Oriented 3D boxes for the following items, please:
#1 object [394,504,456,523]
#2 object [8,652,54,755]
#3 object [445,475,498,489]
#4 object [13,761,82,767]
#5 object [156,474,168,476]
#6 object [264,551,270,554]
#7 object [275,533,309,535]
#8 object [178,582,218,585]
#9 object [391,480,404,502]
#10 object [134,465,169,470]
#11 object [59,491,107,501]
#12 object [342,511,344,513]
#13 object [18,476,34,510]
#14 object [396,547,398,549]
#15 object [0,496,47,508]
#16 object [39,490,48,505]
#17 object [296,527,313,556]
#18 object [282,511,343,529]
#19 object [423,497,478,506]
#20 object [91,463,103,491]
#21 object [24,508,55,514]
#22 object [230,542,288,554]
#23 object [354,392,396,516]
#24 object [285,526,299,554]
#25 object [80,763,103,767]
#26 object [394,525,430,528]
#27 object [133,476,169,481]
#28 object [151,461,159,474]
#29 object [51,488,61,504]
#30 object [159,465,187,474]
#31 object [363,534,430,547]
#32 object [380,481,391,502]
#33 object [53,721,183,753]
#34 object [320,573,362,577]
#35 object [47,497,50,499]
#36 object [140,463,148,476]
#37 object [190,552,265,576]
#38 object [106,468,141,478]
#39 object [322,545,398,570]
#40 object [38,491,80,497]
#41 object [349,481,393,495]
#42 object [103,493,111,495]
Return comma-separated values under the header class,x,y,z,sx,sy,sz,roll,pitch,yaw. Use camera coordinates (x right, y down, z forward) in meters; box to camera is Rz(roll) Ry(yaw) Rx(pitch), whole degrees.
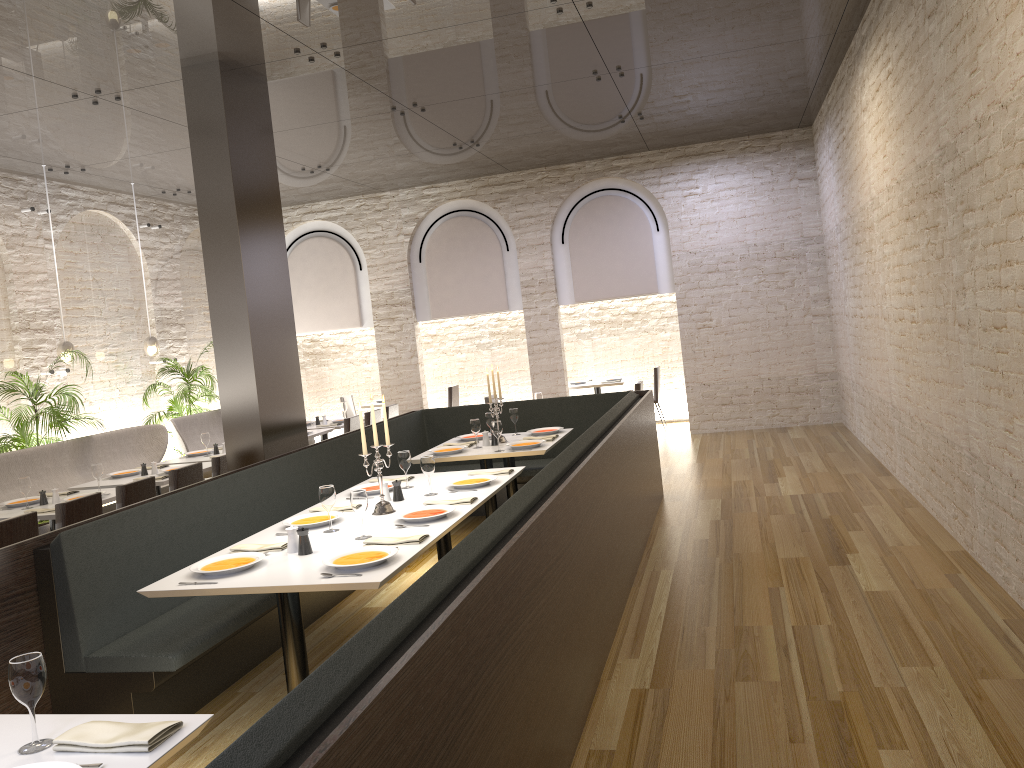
class,x,y,z,sx,sy,sz,roll,pitch,yaw
object,-0.447,0.675,4.569,0.321,0.036,0.323,-4,4,34
object,-1.216,0.804,2.239,0.086,0.230,0.087,-6,2,26
object,-0.245,0.601,5.394,0.321,0.036,0.322,-6,4,10
object,-1.095,0.911,1.913,0.321,0.036,0.323,-4,4,34
object,-2.951,0.772,7.540,0.181,0.015,0.038,-5,3,15
object,-1.211,0.793,4.131,0.181,0.015,0.038,-5,3,15
object,-1.118,0.762,4.512,0.185,0.010,0.017,-5,3,14
object,-1.313,0.833,3.712,0.185,0.010,0.017,-5,3,14
object,-0.665,0.620,5.150,0.068,0.126,0.069,-6,2,8
object,-3.323,0.772,8.175,0.272,0.033,0.143,-5,4,14
object,-3.181,0.849,6.579,0.322,0.036,0.322,-7,4,-8
object,-1.016,0.722,4.930,0.181,0.015,0.038,-5,3,15
object,-3.551,0.797,6.469,0.086,0.230,0.086,-7,2,-34
object,-0.596,0.739,3.966,0.185,0.010,0.017,-5,3,14
object,-3.700,0.897,6.711,0.322,0.036,0.322,-7,4,-8
object,-3.484,0.842,6.585,0.059,0.109,0.059,-6,2,6
object,-0.951,0.719,4.055,0.069,0.126,0.068,-8,2,-45
object,-1.059,0.732,4.723,0.321,0.036,0.323,-4,4,34
object,-0.339,0.650,4.896,0.272,0.033,0.143,-5,4,14
object,-3.197,0.734,6.848,0.086,0.230,0.086,-7,2,-34
object,-3.267,0.887,6.231,0.272,0.033,0.143,-5,4,14
object,-1.198,0.783,4.262,0.272,0.033,0.143,-5,4,14
object,-0.733,0.375,4.821,0.131,0.656,0.391,-6,2,25
object,-1.019,0.723,4.122,0.068,0.126,0.069,-5,2,37
object,-1.052,0.905,2.100,0.185,0.010,0.017,-5,3,14
object,-0.496,0.700,4.380,0.181,0.015,0.038,-5,3,15
object,-2.990,0.786,7.368,0.272,0.033,0.143,-5,4,14
object,-3.128,0.731,7.749,0.059,0.109,0.059,-6,2,6
object,-3.406,0.832,6.613,0.059,0.109,0.059,-6,2,6
object,-2.904,0.748,7.716,0.322,0.036,0.322,-7,4,-8
object,-0.534,0.721,4.096,0.272,0.033,0.143,-5,4,14
object,-0.744,0.627,5.173,0.068,0.126,0.069,-6,2,8
object,-0.990,0.880,2.231,0.272,0.033,0.143,-5,4,14
object,-0.691,0.771,3.581,0.181,0.015,0.038,-5,3,15
object,-3.661,0.890,6.884,0.181,0.015,0.038,-5,3,15
object,-3.207,0.741,7.722,0.059,0.109,0.059,-6,2,6
object,-1.255,0.803,3.921,0.321,0.036,0.322,-6,4,12
object,-3.422,0.796,7.847,0.322,0.036,0.322,-7,4,-8
object,-0.643,0.746,3.766,0.322,0.036,0.322,-7,4,-10
object,-3.601,0.873,7.038,0.272,0.033,0.143,-5,4,14
object,-0.857,0.659,5.549,0.321,0.036,0.322,-6,4,10
object,-3.142,0.844,6.753,0.185,0.010,0.017,-5,3,14
